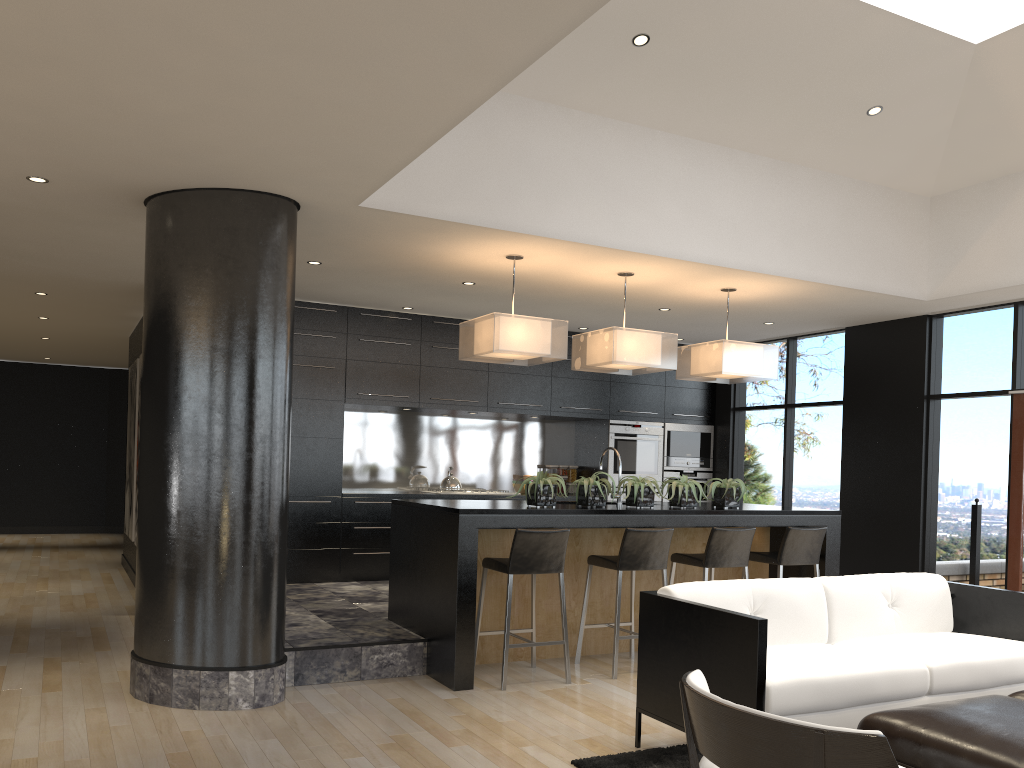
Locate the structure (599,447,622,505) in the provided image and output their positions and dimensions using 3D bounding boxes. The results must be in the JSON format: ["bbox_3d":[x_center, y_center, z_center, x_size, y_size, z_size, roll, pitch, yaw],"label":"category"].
[{"bbox_3d":[0.667,0.986,6.659,2.782,1.017,0.656,4,-2,-28],"label":"structure"}]

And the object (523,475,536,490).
[{"bbox_3d":[0.224,1.089,9.565,0.205,0.205,0.185,3,-3,-26],"label":"object"}]

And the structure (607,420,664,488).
[{"bbox_3d":[1.331,0.757,9.508,0.702,0.706,0.085,3,0,-27],"label":"structure"}]

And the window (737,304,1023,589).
[{"bbox_3d":[-0.205,-0.997,0.788,15.937,4.773,10.134,6,-6,-40],"label":"window"}]

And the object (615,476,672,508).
[{"bbox_3d":[0.929,0.746,6.114,0.406,0.216,0.399,2,-4,-2],"label":"object"}]

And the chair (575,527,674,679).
[{"bbox_3d":[0.769,1.418,5.871,0.476,0.962,0.519,2,-1,-27],"label":"chair"}]

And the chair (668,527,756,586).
[{"bbox_3d":[1.390,1.466,6.193,0.476,0.962,0.519,2,-1,-27],"label":"chair"}]

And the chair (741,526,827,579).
[{"bbox_3d":[1.989,1.513,6.502,0.476,0.962,0.519,2,-1,-27],"label":"chair"}]

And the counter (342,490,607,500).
[{"bbox_3d":[-0.435,1.132,8.999,2.866,0.034,0.732,4,-6,-27],"label":"counter"}]

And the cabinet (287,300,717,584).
[{"bbox_3d":[-0.409,0.675,8.976,5.738,2.522,0.728,4,-1,-27],"label":"cabinet"}]

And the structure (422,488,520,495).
[{"bbox_3d":[-0.426,1.107,8.981,0.902,0.066,0.521,4,-6,-27],"label":"structure"}]

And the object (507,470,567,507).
[{"bbox_3d":[0.157,0.681,5.771,0.406,0.238,0.399,2,-4,-2],"label":"object"}]

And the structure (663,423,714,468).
[{"bbox_3d":[1.970,0.687,9.826,0.677,0.473,0.026,4,-1,-27],"label":"structure"}]

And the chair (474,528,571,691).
[{"bbox_3d":[0.070,1.364,5.510,0.476,0.962,0.519,2,-1,-27],"label":"chair"}]

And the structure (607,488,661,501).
[{"bbox_3d":[1.309,1.477,9.511,0.702,0.706,0.085,3,0,-27],"label":"structure"}]

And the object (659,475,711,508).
[{"bbox_3d":[1.263,0.762,6.289,0.406,0.238,0.399,2,-4,-2],"label":"object"}]

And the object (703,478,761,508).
[{"bbox_3d":[1.580,0.803,6.517,0.397,0.216,0.408,2,-4,-2],"label":"object"}]

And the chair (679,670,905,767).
[{"bbox_3d":[0.896,1.272,2.691,0.685,0.673,0.806,3,-3,-27],"label":"chair"}]

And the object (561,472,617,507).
[{"bbox_3d":[0.532,0.707,5.937,0.397,0.238,0.408,2,-4,-2],"label":"object"}]

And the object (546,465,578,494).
[{"bbox_3d":[0.549,1.057,9.758,0.366,0.315,0.113,3,-1,-27],"label":"object"}]

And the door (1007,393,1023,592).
[{"bbox_3d":[4.082,1.040,6.490,0.095,1.990,0.897,2,-1,-27],"label":"door"}]

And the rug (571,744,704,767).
[{"bbox_3d":[2.180,1.719,3.530,3.039,0.011,2.487,4,-6,-26],"label":"rug"}]

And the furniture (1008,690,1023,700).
[{"bbox_3d":[2.596,1.497,3.545,0.829,0.482,0.829,4,-4,-27],"label":"furniture"}]

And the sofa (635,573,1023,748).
[{"bbox_3d":[1.695,1.382,4.328,2.036,0.802,0.839,4,-3,-27],"label":"sofa"}]

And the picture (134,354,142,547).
[{"bbox_3d":[-3.434,0.620,8.289,0.077,1.870,1.156,2,-1,-27],"label":"picture"}]

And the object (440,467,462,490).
[{"bbox_3d":[-0.608,0.937,8.796,0.221,0.229,0.221,3,-3,-35],"label":"object"}]

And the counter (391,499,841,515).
[{"bbox_3d":[0.805,0.893,6.397,3.120,0.032,1.182,4,-6,-27],"label":"counter"}]

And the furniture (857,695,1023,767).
[{"bbox_3d":[1.839,1.438,3.154,0.829,0.482,0.829,4,-4,-27],"label":"furniture"}]

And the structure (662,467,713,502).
[{"bbox_3d":[1.956,1.150,9.829,0.679,0.444,0.070,4,-1,-27],"label":"structure"}]

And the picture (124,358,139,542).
[{"bbox_3d":[-4.079,0.715,9.538,0.077,1.870,1.156,2,-1,-27],"label":"picture"}]

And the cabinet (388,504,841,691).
[{"bbox_3d":[0.788,1.427,6.399,3.120,1.036,1.181,4,-4,-27],"label":"cabinet"}]
